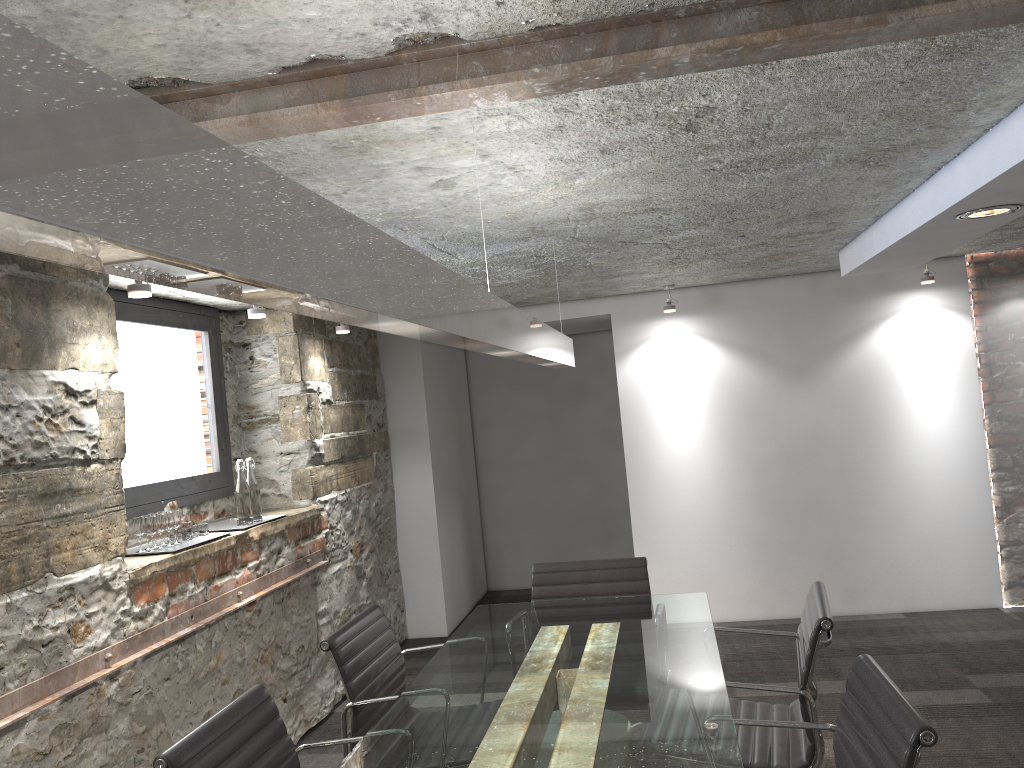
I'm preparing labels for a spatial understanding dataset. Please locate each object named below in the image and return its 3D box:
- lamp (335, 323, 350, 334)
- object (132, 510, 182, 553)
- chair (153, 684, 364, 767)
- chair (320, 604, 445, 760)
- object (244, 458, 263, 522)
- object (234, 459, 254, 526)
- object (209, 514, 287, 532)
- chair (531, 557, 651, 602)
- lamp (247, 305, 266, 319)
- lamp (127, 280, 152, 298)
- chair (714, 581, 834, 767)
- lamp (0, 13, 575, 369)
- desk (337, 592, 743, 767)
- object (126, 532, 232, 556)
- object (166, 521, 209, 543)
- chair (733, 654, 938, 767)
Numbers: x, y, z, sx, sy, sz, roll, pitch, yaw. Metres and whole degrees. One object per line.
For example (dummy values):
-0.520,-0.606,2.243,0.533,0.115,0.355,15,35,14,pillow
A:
-0.929,-0.361,4.884,0.077,0.165,0.098,-7,-2,43,lamp
-1.381,0.573,3.454,0.108,0.131,0.218,-6,-1,8,object
-0.394,1.173,2.044,0.667,0.837,0.693,-6,-1,0,chair
-0.228,1.179,2.908,0.667,0.837,0.693,-6,-1,1,chair
-1.219,0.496,4.155,0.073,0.300,0.073,-5,-2,-22,object
-1.234,0.495,4.063,0.073,0.300,0.073,-5,-2,-22,object
-1.276,0.648,4.111,0.310,0.007,0.457,-6,-1,10,object
0.304,1.139,3.370,0.693,0.837,0.667,-6,-1,2,chair
-1.105,-0.370,3.856,0.077,0.165,0.098,-7,-2,43,lamp
-1.253,-0.377,2.998,0.077,0.165,0.098,-7,-2,43,lamp
0.708,1.084,2.730,0.667,0.837,0.693,-6,-1,8,chair
-0.076,-0.338,1.987,0.073,0.524,3.159,-6,-1,10,lamp
0.075,1.190,1.950,0.909,0.711,3.154,-6,-1,10,desk
-1.372,0.643,3.556,0.310,0.007,0.457,-6,-1,10,object
-1.349,0.605,3.667,0.111,0.072,0.191,-6,-1,17,object
0.568,1.077,1.895,0.667,0.837,0.693,-5,-1,-1,chair
